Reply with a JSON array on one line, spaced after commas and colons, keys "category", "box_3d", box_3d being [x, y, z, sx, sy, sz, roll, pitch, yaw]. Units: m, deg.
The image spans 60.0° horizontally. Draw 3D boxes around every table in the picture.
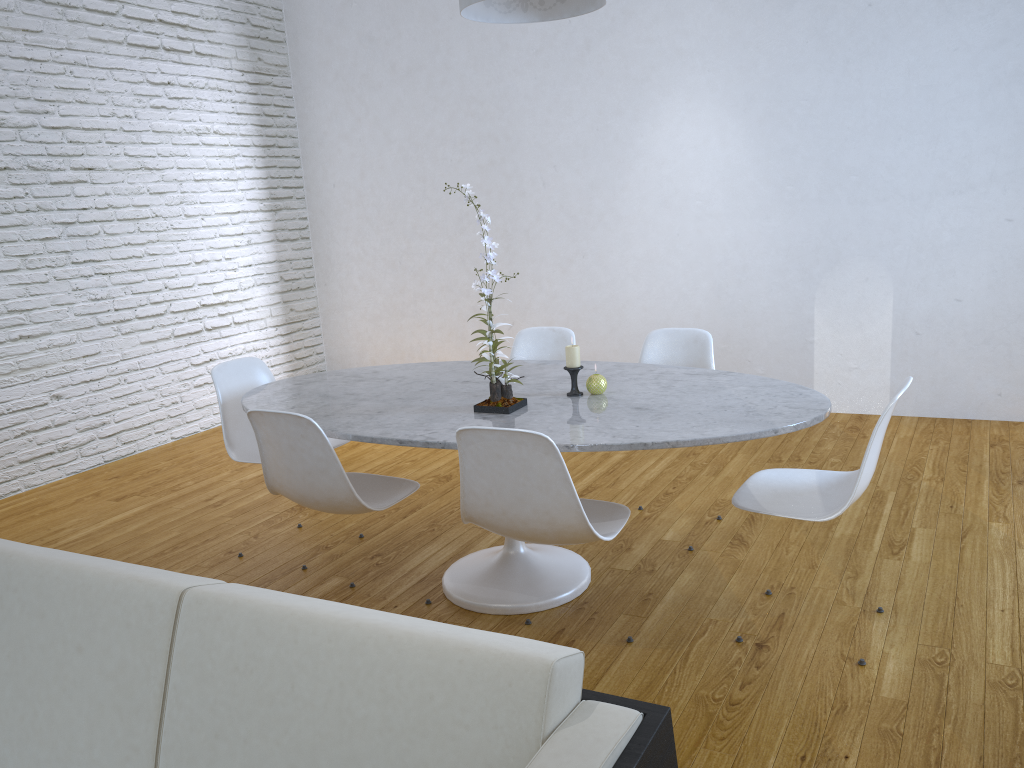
[{"category": "table", "box_3d": [-0.004, 0.332, 2.796, 1.909, 0.627, 1.064, 2, 14, 27]}]

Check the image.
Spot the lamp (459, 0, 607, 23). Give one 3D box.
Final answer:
[{"category": "lamp", "box_3d": [0.005, -1.771, 2.229, 0.399, 1.549, 0.397, -5, 13, -5]}]

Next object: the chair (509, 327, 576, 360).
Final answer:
[{"category": "chair", "box_3d": [0.062, -0.012, 3.380, 0.405, 0.354, 0.416, 2, 14, 26]}]

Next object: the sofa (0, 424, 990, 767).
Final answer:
[{"category": "sofa", "box_3d": [-1.210, 0.831, 0.737, 5.333, 0.684, 9.663, 2, 13, 28]}]

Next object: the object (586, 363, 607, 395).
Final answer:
[{"category": "object", "box_3d": [0.249, -0.016, 2.615, 0.062, 0.092, 0.062, -7, 13, -13]}]

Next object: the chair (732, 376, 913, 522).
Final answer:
[{"category": "chair", "box_3d": [0.807, 0.157, 2.316, 0.419, 0.354, 0.403, 3, 14, 30]}]

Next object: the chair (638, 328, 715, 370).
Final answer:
[{"category": "chair", "box_3d": [0.527, 0.009, 3.119, 0.405, 0.354, 0.417, 3, 15, 30]}]

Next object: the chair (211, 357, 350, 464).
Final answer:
[{"category": "chair", "box_3d": [-0.834, 0.092, 3.186, 0.419, 0.354, 0.403, 3, 14, 30]}]

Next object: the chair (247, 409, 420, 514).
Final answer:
[{"category": "chair", "box_3d": [-0.519, 0.199, 2.570, 0.405, 0.354, 0.417, 4, 15, 31]}]

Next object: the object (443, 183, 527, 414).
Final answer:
[{"category": "object", "box_3d": [-0.044, -0.240, 2.466, 0.201, 0.643, 0.165, -13, 16, -32]}]

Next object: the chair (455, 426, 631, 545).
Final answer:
[{"category": "chair", "box_3d": [0.071, 0.227, 2.234, 0.405, 0.354, 0.416, 2, 14, 27]}]

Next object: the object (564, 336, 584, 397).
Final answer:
[{"category": "object", "box_3d": [0.181, -0.054, 2.611, 0.059, 0.178, 0.058, -1, 14, 13]}]
